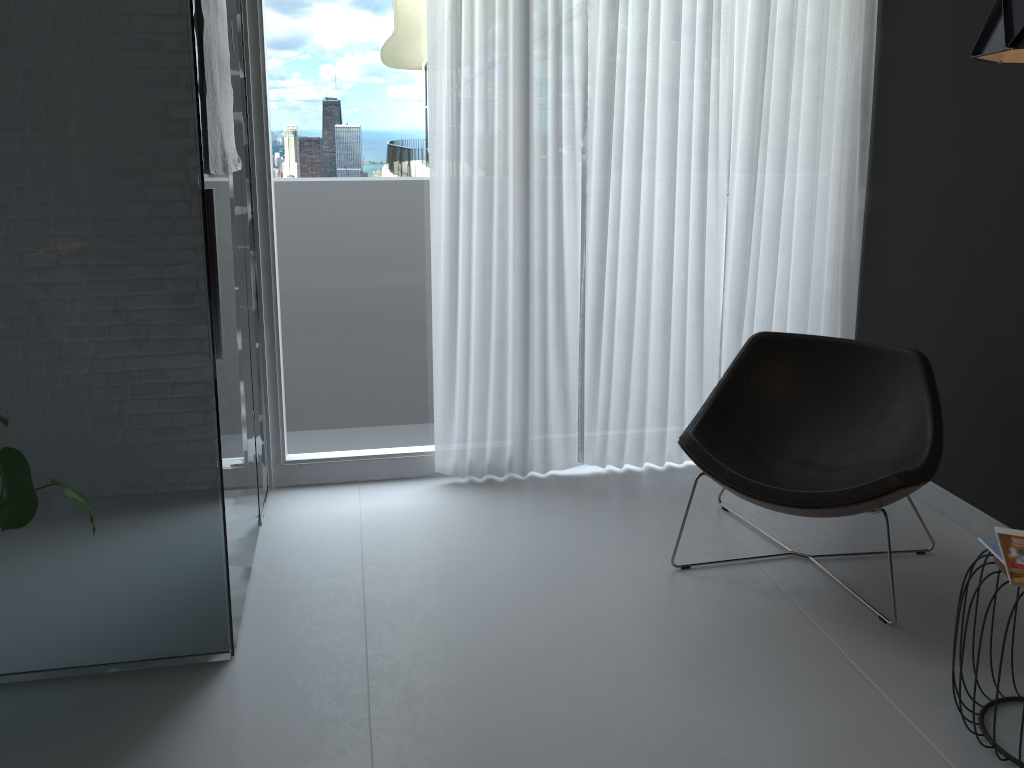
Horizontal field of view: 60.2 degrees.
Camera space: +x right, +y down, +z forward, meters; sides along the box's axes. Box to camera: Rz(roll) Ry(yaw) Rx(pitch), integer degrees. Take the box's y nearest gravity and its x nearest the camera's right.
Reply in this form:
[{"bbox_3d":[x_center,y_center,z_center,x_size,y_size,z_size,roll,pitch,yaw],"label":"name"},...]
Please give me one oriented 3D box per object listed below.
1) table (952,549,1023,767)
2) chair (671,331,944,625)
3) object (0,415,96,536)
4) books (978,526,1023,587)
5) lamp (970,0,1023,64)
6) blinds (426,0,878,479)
[{"bbox_3d":[1.275,0.633,2.043,0.453,0.428,0.457,-9,16,-32],"label":"table"},{"bbox_3d":[0.989,0.248,2.940,0.793,0.680,0.825,9,16,31],"label":"chair"},{"bbox_3d":[-1.315,0.434,1.638,0.851,1.031,1.008,2,14,7],"label":"object"},{"bbox_3d":[-2.088,1.164,0.006,8.280,0.366,0.410,-10,17,-31],"label":"books"},{"bbox_3d":[1.263,-1.103,1.693,0.583,0.888,0.619,2,13,7],"label":"lamp"},{"bbox_3d":[0.591,-0.954,3.532,1.854,2.653,0.139,-2,11,-11],"label":"blinds"}]
